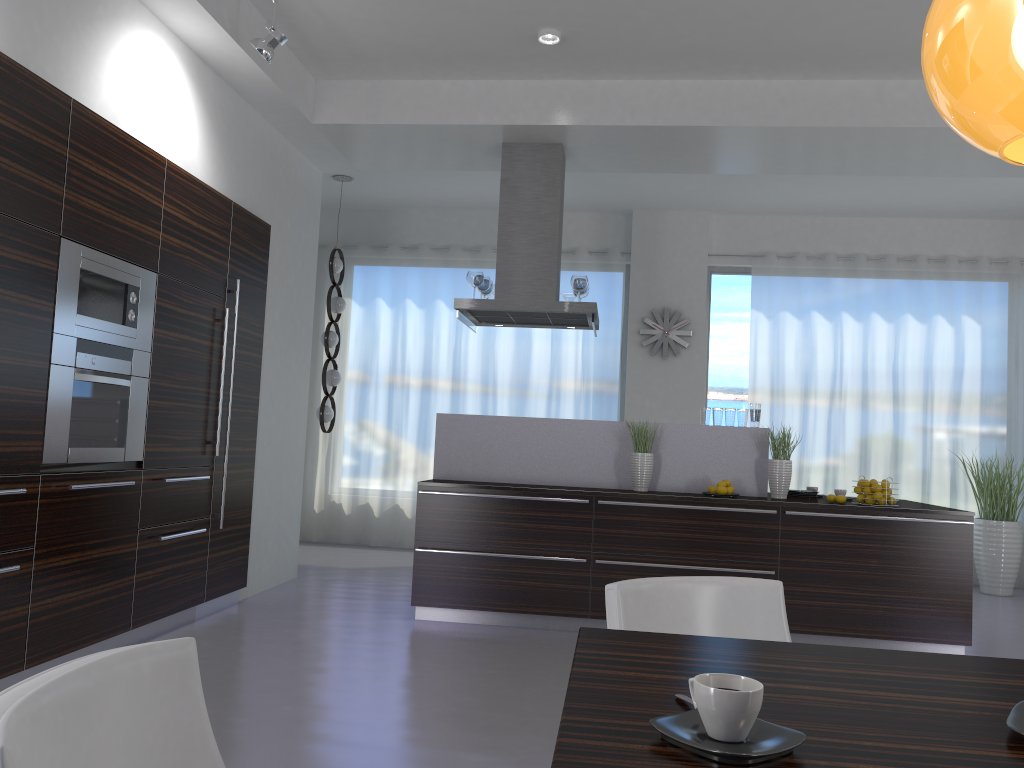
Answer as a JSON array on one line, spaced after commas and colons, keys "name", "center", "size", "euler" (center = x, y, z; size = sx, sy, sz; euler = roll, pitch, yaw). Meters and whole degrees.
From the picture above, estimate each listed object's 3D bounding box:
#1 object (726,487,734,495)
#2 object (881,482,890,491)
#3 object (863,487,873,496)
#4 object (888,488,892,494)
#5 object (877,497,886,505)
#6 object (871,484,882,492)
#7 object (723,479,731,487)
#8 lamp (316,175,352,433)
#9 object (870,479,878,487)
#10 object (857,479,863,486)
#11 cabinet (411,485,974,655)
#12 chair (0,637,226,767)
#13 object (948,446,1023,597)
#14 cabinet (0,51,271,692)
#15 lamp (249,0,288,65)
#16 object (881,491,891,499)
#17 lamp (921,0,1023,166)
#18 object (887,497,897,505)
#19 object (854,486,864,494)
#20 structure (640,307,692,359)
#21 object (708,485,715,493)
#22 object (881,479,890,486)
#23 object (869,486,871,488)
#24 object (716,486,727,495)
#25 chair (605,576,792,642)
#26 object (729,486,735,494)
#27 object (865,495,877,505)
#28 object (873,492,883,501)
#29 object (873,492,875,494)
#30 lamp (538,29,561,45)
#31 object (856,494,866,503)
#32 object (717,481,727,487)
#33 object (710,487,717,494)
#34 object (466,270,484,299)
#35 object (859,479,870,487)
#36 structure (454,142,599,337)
[{"name": "object", "center": [1.353, 0.668, 5.537], "size": [0.061, 0.054, 0.052], "euler": [4, -4, -16]}, {"name": "object", "center": [2.253, 0.620, 5.356], "size": [0.051, 0.053, 0.063], "euler": [1, -4, 20]}, {"name": "object", "center": [2.160, 0.650, 5.379], "size": [0.062, 0.053, 0.052], "euler": [4, -4, -21]}, {"name": "object", "center": [2.285, 0.660, 5.396], "size": [0.061, 0.054, 0.053], "euler": [6, -5, -37]}, {"name": "object", "center": [2.221, 0.703, 5.333], "size": [0.051, 0.053, 0.063], "euler": [2, -4, 15]}, {"name": "object", "center": [2.196, 0.628, 5.340], "size": [0.061, 0.052, 0.053], "euler": [1, -4, 20]}, {"name": "object", "center": [1.350, 0.626, 5.586], "size": [0.053, 0.048, 0.063], "euler": [5, -4, -27]}, {"name": "lamp", "center": [-1.633, -0.734, 8.168], "size": [0.180, 2.370, 0.367], "euler": [3, -4, 0]}, {"name": "object", "center": [2.206, 0.606, 5.408], "size": [0.051, 0.053, 0.063], "euler": [2, -4, 8]}, {"name": "object", "center": [2.150, 0.613, 5.449], "size": [0.052, 0.060, 0.057], "euler": [3, -4, -5]}, {"name": "cabinet", "center": [1.095, 1.147, 5.925], "size": [3.285, 0.852, 1.377], "euler": [2, -4, 7]}, {"name": "chair", "center": [-0.332, 0.782, 1.099], "size": [0.620, 0.805, 0.508], "euler": [3, -4, 2]}, {"name": "object", "center": [4.283, 1.185, 7.810], "size": [0.713, 1.334, 0.656], "euler": [2, -4, 7]}, {"name": "cabinet", "center": [-2.170, 0.041, 4.122], "size": [0.669, 2.500, 3.600], "euler": [2, -4, 7]}, {"name": "lamp", "center": [-1.077, -1.889, 4.393], "size": [0.605, 0.511, 0.171], "euler": [0, -5, 39]}, {"name": "object", "center": [2.250, 0.670, 5.347], "size": [0.061, 0.055, 0.051], "euler": [4, -4, -14]}, {"name": "lamp", "center": [0.751, -1.279, 1.166], "size": [0.359, 1.974, 0.358], "euler": [2, -4, 12]}, {"name": "object", "center": [2.299, 0.710, 5.372], "size": [0.062, 0.052, 0.053], "euler": [6, -5, -44]}, {"name": "object", "center": [2.125, 0.650, 5.430], "size": [0.053, 0.051, 0.063], "euler": [5, -4, -24]}, {"name": "structure", "center": [1.508, -0.503, 8.686], "size": [0.505, 0.505, 0.076], "euler": [2, -4, 7]}, {"name": "object", "center": [1.267, 0.668, 5.607], "size": [0.052, 0.054, 0.061], "euler": [6, -5, -36]}, {"name": "object", "center": [2.281, 0.612, 5.418], "size": [0.050, 0.060, 0.059], "euler": [2, -4, 7]}, {"name": "object", "center": [2.182, 0.652, 5.431], "size": [0.064, 0.053, 0.051], "euler": [2, -4, 10]}, {"name": "object", "center": [1.300, 0.662, 5.501], "size": [0.070, 0.058, 0.060], "euler": [2, -4, 6]}, {"name": "chair", "center": [0.531, 0.884, 2.012], "size": [0.508, 0.805, 0.620], "euler": [4, -4, -23]}, {"name": "object", "center": [1.375, 0.668, 5.590], "size": [0.063, 0.053, 0.051], "euler": [6, -5, -43]}, {"name": "object", "center": [2.170, 0.701, 5.362], "size": [0.064, 0.063, 0.074], "euler": [1, -4, 27]}, {"name": "object", "center": [2.190, 0.672, 5.311], "size": [0.061, 0.054, 0.052], "euler": [4, -4, -16]}, {"name": "object", "center": [2.232, 0.661, 5.491], "size": [0.060, 0.055, 0.053], "euler": [6, -5, -40]}, {"name": "lamp", "center": [0.217, -2.016, 5.146], "size": [0.132, 0.035, 0.132], "euler": [4, -4, -20]}, {"name": "object", "center": [2.132, 0.697, 5.410], "size": [0.060, 0.057, 0.052], "euler": [2, -4, 9]}, {"name": "object", "center": [1.312, 0.632, 5.548], "size": [0.061, 0.047, 0.053], "euler": [2, -4, 10]}, {"name": "object", "center": [1.268, 0.668, 5.551], "size": [0.063, 0.051, 0.053], "euler": [2, -4, 11]}, {"name": "object", "center": [-0.264, -0.687, 6.277], "size": [0.125, 0.221, 0.125], "euler": [0, -4, 32]}, {"name": "object", "center": [2.147, 0.606, 5.396], "size": [0.053, 0.051, 0.063], "euler": [6, -5, -36]}, {"name": "structure", "center": [0.164, -1.024, 6.549], "size": [0.981, 1.231, 0.915], "euler": [2, -4, 7]}]
